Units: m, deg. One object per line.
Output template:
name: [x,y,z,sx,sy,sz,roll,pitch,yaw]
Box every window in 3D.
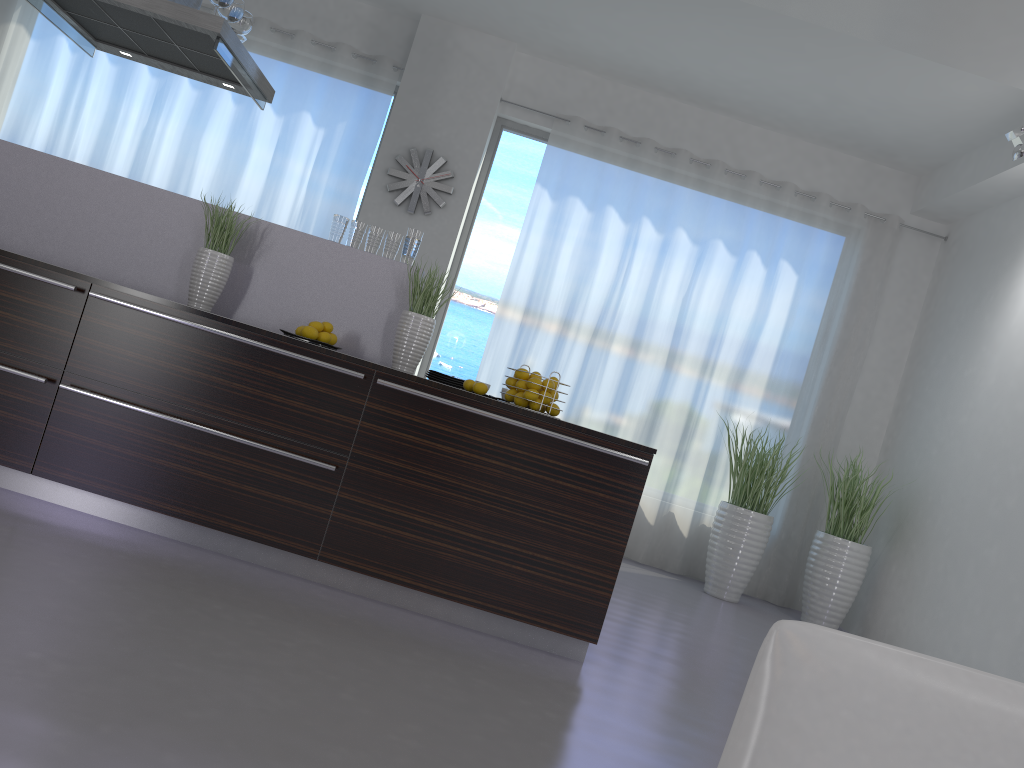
window: [-2.632,-1.560,6.930,3.000,2.500,0.100,17,-2,-1]
window: [0.953,-0.463,6.994,3.000,2.500,0.100,17,-2,-1]

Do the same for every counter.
counter: [-1.103,-0.028,3.940,3.291,1.300,1.302,17,-2,-1]

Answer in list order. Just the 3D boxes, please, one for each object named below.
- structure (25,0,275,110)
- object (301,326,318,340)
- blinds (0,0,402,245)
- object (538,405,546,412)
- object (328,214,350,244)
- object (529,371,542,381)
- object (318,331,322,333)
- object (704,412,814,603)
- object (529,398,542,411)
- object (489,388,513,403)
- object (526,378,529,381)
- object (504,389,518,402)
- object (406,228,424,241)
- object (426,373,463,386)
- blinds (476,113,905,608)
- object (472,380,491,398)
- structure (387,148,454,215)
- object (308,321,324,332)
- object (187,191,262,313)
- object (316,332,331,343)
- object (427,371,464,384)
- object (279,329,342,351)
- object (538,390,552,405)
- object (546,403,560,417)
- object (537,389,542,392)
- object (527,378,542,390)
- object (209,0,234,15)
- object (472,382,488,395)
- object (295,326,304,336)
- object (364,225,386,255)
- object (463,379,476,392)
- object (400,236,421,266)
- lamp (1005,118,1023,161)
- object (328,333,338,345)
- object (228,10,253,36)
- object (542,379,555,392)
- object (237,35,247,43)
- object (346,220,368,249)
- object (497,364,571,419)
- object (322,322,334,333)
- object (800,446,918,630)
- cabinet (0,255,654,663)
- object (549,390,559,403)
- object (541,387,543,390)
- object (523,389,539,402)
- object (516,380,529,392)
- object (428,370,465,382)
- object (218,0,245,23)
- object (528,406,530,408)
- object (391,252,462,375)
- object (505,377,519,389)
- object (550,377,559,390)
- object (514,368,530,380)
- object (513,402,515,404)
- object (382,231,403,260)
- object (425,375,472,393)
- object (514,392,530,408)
structure: [-1.587,-2.189,4.318,0.981,1.231,0.915,17,-2,-1]
object: [-0.801,-0.200,3.509,0.070,0.058,0.060,17,-2,-2]
blinds: [-2.837,-1.434,6.699,3.245,3.112,0.120,17,-2,-1]
object: [0.112,0.090,3.548,0.050,0.055,0.061,15,-2,45]
object: [-0.753,-0.666,3.835,0.072,0.119,0.071,18,-2,-41]
object: [0.094,-0.023,3.537,0.051,0.053,0.063,17,-2,1]
object: [-0.791,-0.193,3.597,0.057,0.060,0.071,17,-2,1]
object: [1.654,0.862,6.220,0.713,1.334,0.656,17,-2,-1]
object: [0.093,0.080,3.469,0.051,0.053,0.063,17,-2,7]
object: [-0.017,0.060,4.030,0.153,0.069,0.153,18,-2,-27]
object: [0.072,-0.008,3.601,0.053,0.051,0.063,15,-2,44]
object: [0.001,0.046,3.533,0.060,0.057,0.052,17,-2,1]
object: [-0.433,-0.608,3.841,0.072,0.119,0.071,16,-2,39]
object: [-0.274,-0.004,4.015,0.232,0.020,0.232,17,-2,8]
blinds: [1.242,-0.185,6.771,2.830,3.112,0.120,17,-2,-1]
object: [-0.150,0.027,4.267,0.153,0.069,0.153,16,-2,33]
structure: [-0.685,-1.519,6.639,0.505,0.505,0.076,17,-2,-1]
object: [-0.787,-0.229,3.556,0.061,0.047,0.053,17,-2,2]
object: [-1.219,-0.548,3.621,0.269,0.502,0.247,17,-2,-1]
object: [-0.755,-0.184,3.552,0.061,0.054,0.052,18,-2,-24]
object: [-0.271,-0.014,4.015,0.232,0.020,0.232,17,-2,3]
object: [-0.807,-0.172,3.560,0.232,0.020,0.232,17,-2,8]
object: [0.128,0.054,3.485,0.061,0.055,0.051,18,-2,-22]
object: [0.162,0.102,3.518,0.053,0.052,0.062,16,-2,38]
object: [0.105,0.044,3.504,0.051,0.053,0.062,17,-2,7]
object: [0.088,0.000,3.469,0.061,0.052,0.053,17,-2,12]
object: [-1.349,-1.731,4.060,0.125,0.221,0.125,16,-2,24]
object: [-0.126,0.018,3.497,0.063,0.051,0.053,17,-2,3]
object: [-0.838,-0.205,3.554,0.063,0.051,0.053,17,-2,3]
object: [-0.598,-0.618,3.838,0.072,0.119,0.071,16,-2,39]
object: [-0.166,0.007,3.545,0.053,0.051,0.063,18,-2,-32]
object: [-0.444,-0.571,3.840,0.072,0.119,0.071,16,-2,39]
lamp: [2.897,-1.491,4.959,0.185,0.511,0.150,17,-2,-1]
object: [-0.740,-0.182,3.608,0.051,0.053,0.063,16,-2,39]
object: [-1.358,-1.725,4.364,0.125,0.221,0.125,16,-2,24]
object: [0.142,0.006,3.493,0.051,0.053,0.063,17,-2,12]
object: [-1.465,-1.727,4.583,0.137,0.174,0.137,18,-2,-36]
object: [-0.676,-0.642,3.836,0.072,0.119,0.071,16,-2,39]
object: [0.091,0.021,3.536,0.189,0.174,0.207,18,-2,-36]
object: [-0.753,-0.229,3.598,0.053,0.048,0.063,18,-2,-35]
object: [2.285,1.056,6.264,0.656,1.334,0.713,17,-2,-16]
cabinet: [-1.170,0.186,3.923,3.285,0.852,1.377,17,-2,-1]
object: [0.158,0.049,3.538,0.053,0.054,0.061,15,-2,45]
object: [0.119,0.018,3.561,0.055,0.051,0.061,17,-2,-7]
object: [0.074,0.044,3.441,0.061,0.054,0.052,18,-2,-24]
object: [0.043,0.011,3.504,0.062,0.053,0.052,18,-2,-29]
object: [-0.415,-0.132,4.093,0.646,0.147,0.269,16,-2,24]
object: [-1.354,-1.728,4.217,0.125,0.221,0.125,16,-2,24]
object: [0.061,0.064,3.530,0.057,0.060,0.052,17,-2,5]
object: [-0.369,-0.287,3.661,0.247,0.502,0.269,16,-2,42]
object: [0.003,-0.002,3.550,0.053,0.051,0.063,18,-2,-32]
object: [0.164,0.000,3.557,0.050,0.060,0.059,17,-2,-1]
object: [0.040,-0.037,3.517,0.053,0.051,0.063,18,-2,-44]
object: [0.029,0.063,3.580,0.061,0.053,0.053,16,-2,42]
object: [-0.521,-0.595,3.839,0.072,0.119,0.071,16,-2,39]
object: [-0.277,0.005,4.014,0.232,0.020,0.232,17,-2,8]
object: [0.042,0.063,3.490,0.064,0.063,0.074,16,-2,19]
